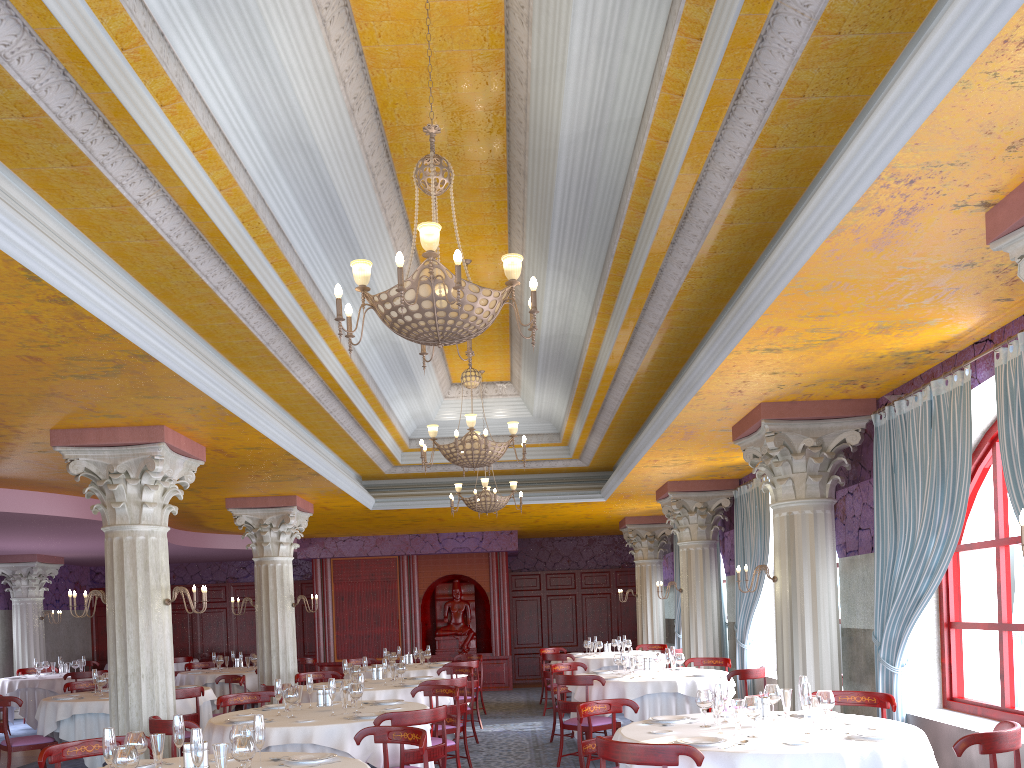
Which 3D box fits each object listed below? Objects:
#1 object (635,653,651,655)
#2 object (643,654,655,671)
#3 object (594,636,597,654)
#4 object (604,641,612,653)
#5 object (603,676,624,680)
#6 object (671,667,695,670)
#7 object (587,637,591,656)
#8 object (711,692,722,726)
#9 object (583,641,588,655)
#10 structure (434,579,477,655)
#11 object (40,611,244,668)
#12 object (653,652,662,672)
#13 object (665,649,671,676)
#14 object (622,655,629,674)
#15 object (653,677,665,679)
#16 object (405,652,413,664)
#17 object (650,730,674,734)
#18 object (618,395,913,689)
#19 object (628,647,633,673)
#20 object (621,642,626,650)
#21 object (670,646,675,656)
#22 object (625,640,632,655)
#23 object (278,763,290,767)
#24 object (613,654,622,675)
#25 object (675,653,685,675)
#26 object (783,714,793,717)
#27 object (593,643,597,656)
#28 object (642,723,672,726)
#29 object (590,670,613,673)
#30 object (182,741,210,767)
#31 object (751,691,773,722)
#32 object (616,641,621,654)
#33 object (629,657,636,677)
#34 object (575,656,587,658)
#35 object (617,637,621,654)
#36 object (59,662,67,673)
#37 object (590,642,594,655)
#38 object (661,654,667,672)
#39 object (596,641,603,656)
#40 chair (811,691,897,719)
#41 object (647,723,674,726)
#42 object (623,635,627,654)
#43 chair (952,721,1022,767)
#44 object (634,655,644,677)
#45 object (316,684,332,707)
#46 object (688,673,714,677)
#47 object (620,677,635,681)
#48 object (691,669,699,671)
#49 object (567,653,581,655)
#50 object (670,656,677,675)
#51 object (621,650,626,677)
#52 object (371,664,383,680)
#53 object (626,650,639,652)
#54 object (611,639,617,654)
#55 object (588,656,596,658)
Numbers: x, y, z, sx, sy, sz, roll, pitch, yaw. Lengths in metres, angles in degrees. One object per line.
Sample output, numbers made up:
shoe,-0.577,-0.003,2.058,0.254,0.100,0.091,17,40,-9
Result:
object,2.282,4.750,15.038,0.313,0.024,0.323,-2,-15,0
object,1.734,3.537,10.877,0.144,0.210,0.072,0,-2,-20
object,1.553,4.856,15.918,0.074,0.333,0.074,-3,-1,36
object,1.745,4.803,15.663,0.144,0.210,0.072,0,-2,-20
object,1.187,3.524,10.249,0.313,0.024,0.323,-2,-15,0
object,2.268,3.770,11.336,0.313,0.024,0.323,-2,-15,0
object,1.392,4.725,15.398,0.074,0.333,0.074,-3,-1,36
object,1.447,2.304,6.076,0.085,0.235,0.086,-2,-2,-20
object,1.375,4.855,15.752,0.123,0.262,0.123,-3,-3,14
structure,-1.336,5.427,19.871,0.964,1.831,0.647,-2,-2,0
object,-7.265,4.918,16.665,5.730,1.181,0.353,-10,-5,28
object,1.897,3.617,11.152,0.122,0.262,0.124,-2,-3,-9
object,1.901,3.396,10.452,0.074,0.333,0.074,-3,-1,36
object,1.459,3.616,11.036,0.086,0.235,0.086,-2,-2,2
object,1.735,3.480,10.135,0.161,0.009,0.161,-14,-19,38
object,-1.732,4.584,14.342,0.144,0.210,0.072,0,-2,-20
object,1.018,2.365,5.819,0.160,0.009,0.163,-7,-16,19
object,3.243,2.007,8.013,2.093,3.522,30.073,-2,-15,0
object,1.542,3.590,11.133,0.074,0.333,0.074,-2,-1,-31
object,1.999,4.734,15.334,0.085,0.235,0.086,-2,-2,-20
object,2.062,3.528,10.972,0.074,0.333,0.074,-2,-1,-9
object,2.093,4.735,15.404,0.123,0.262,0.123,-3,-3,14
object,-1.338,2.248,5.047,0.030,0.010,0.142,9,-19,-41
object,1.364,3.588,10.967,0.123,0.262,0.123,-3,-3,14
object,2.082,3.469,10.618,0.122,0.262,0.124,-1,-3,-31
object,2.113,2.500,6.474,0.022,0.003,0.256,-15,-20,41
object,1.491,4.747,15.313,0.085,0.235,0.086,-2,-2,-20
object,1.049,2.459,6.201,0.055,0.019,0.263,9,-18,-39
object,1.184,3.811,11.333,0.314,0.024,0.322,6,-17,-29
object,-1.754,2.047,4.752,0.144,0.210,0.072,0,-2,-20
object,1.723,2.224,5.917,0.144,0.210,0.072,0,-2,-20
object,1.978,4.869,15.843,0.086,0.235,0.086,-3,-2,25
object,1.480,3.481,10.527,0.086,0.235,0.086,-3,-2,25
object,1.198,4.790,15.035,0.313,0.024,0.323,-2,-15,0
object,1.912,4.663,15.237,0.074,0.333,0.074,-3,-1,36
object,-8.194,5.173,15.647,0.144,0.210,0.072,0,-2,-20
object,1.470,4.883,15.822,0.085,0.235,0.086,-2,-2,-20
object,1.967,3.603,11.057,0.086,0.235,0.086,-3,-2,25
object,1.560,4.706,15.219,0.122,0.262,0.124,-1,-3,-31
chair,2.602,2.972,6.699,0.647,1.080,0.759,2,-6,-45
object,1.075,2.475,6.230,0.022,0.003,0.258,12,-20,-43
object,2.073,4.794,15.757,0.074,0.333,0.074,-3,-1,36
chair,2.598,2.513,4.966,0.751,1.080,0.654,3,-6,-45
object,1.549,3.440,10.433,0.122,0.262,0.124,-1,-3,-31
object,-1.747,2.896,7.963,0.144,0.210,0.072,0,-2,-20
object,2.270,3.483,10.252,0.313,0.024,0.323,-2,-15,0
object,1.360,3.487,10.126,0.259,0.019,0.056,11,-18,-40
object,2.382,3.734,11.191,0.028,0.013,0.235,-14,-18,43
object,1.195,5.077,16.119,0.313,0.024,0.323,-2,-15,0
object,1.988,3.467,10.548,0.085,0.235,0.086,-2,-2,-20
object,1.381,3.458,10.613,0.074,0.333,0.074,-2,-1,14
object,-1.740,3.706,11.023,0.144,0.210,0.072,0,-2,-20
object,2.279,5.037,16.122,0.313,0.024,0.323,-2,-15,0
object,1.908,4.884,15.937,0.122,0.262,0.124,-2,-3,-9
object,1.371,4.753,14.912,0.259,0.019,0.056,11,-18,-40
